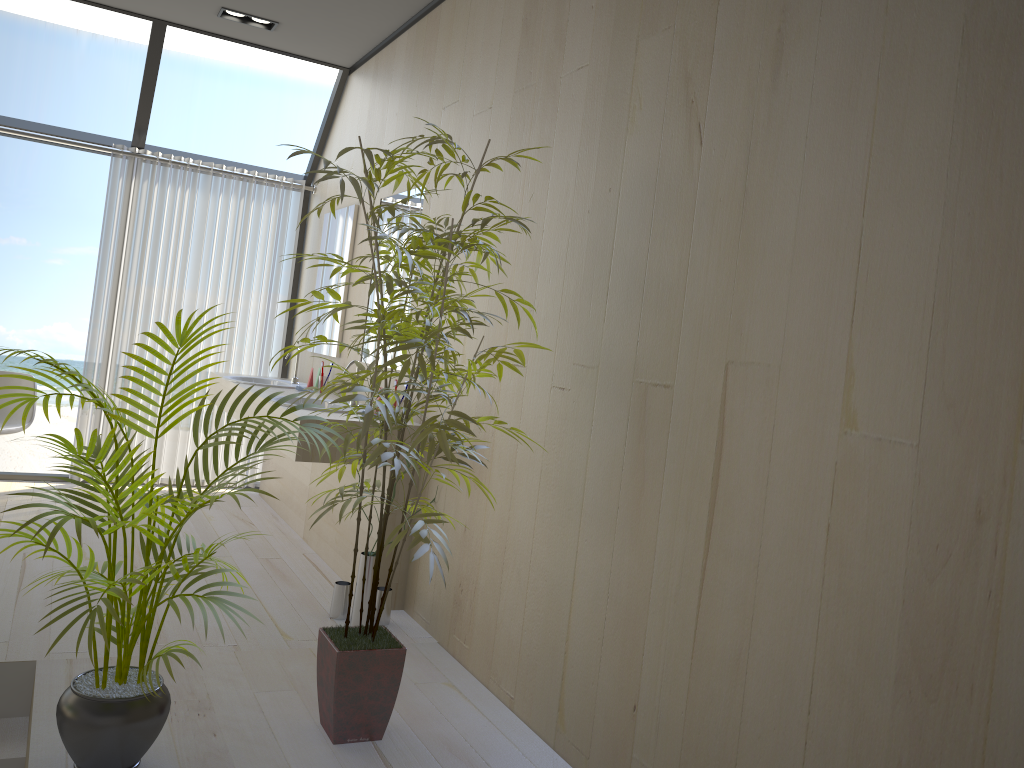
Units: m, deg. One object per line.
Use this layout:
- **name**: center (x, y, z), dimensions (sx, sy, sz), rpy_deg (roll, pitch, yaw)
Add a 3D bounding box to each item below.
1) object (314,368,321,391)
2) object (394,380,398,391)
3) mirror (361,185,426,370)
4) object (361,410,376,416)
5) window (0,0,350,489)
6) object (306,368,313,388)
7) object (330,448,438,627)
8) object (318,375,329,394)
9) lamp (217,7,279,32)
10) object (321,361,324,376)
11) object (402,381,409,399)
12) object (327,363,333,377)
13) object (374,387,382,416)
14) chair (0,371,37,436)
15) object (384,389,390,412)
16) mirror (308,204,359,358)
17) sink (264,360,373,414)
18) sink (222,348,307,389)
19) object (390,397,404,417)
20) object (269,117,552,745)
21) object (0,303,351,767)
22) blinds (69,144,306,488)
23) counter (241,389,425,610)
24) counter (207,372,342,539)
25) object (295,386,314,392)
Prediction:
- **object**: center (-1.107, -0.025, 5.059), dimensions (0.039, 0.135, 0.038), rpy_deg (6, -1, 22)
- **object**: center (-0.502, 0.069, 3.784), dimensions (0.012, 0.178, 0.050), rpy_deg (7, -1, 12)
- **mirror**: center (-0.583, -0.516, 4.364), dimensions (0.023, 0.869, 0.655), rpy_deg (8, 0, -27)
- **object**: center (-0.595, 0.132, 3.789), dimensions (0.104, 0.029, 0.032), rpy_deg (7, 1, 13)
- **window**: center (-3.349, -0.859, 4.767), dimensions (4.547, 2.817, 0.746), rpy_deg (6, -1, -27)
- **object**: center (-1.124, -0.023, 4.946), dimensions (0.039, 0.135, 0.038), rpy_deg (6, -1, 22)
- **object**: center (-0.476, 0.586, 3.535), dimensions (0.405, 0.750, 0.274), rpy_deg (7, -1, -39)
- **object**: center (-1.044, 0.006, 4.888), dimensions (0.058, 0.100, 0.058), rpy_deg (7, 0, -20)
- **lamp**: center (-1.431, -2.034, 4.818), dimensions (0.300, 0.112, 0.164), rpy_deg (6, 1, -27)
- **object**: center (-1.045, -0.036, 4.860), dimensions (0.012, 0.178, 0.050), rpy_deg (7, -1, 12)
- **object**: center (-0.480, 0.072, 3.813), dimensions (0.054, 0.175, 0.012), rpy_deg (7, -1, -2)
- **object**: center (-1.023, -0.033, 4.889), dimensions (0.054, 0.175, 0.012), rpy_deg (7, -1, -2)
- **object**: center (-0.580, 0.082, 3.870), dimensions (0.039, 0.135, 0.039), rpy_deg (7, -1, 14)
- **chair**: center (-2.872, 0.110, 4.869), dimensions (0.369, 0.348, 0.454), rpy_deg (7, 1, 1)
- **object**: center (-0.563, 0.080, 3.983), dimensions (0.039, 0.135, 0.039), rpy_deg (7, -1, 14)
- **mirror**: center (-1.074, -0.608, 5.276), dimensions (0.023, 0.869, 0.655), rpy_deg (8, 0, -27)
- **sink**: center (-0.885, 0.082, 4.099), dimensions (0.502, 0.420, 0.575), rpy_deg (7, 1, -24)
- **sink**: center (-1.429, -0.023, 5.175), dimensions (0.502, 0.420, 0.575), rpy_deg (7, 1, -24)
- **object**: center (-0.500, 0.111, 3.812), dimensions (0.058, 0.100, 0.058), rpy_deg (7, 0, -17)
- **object**: center (-0.294, 0.132, 2.560), dimensions (0.786, 1.758, 0.935), rpy_deg (7, -1, -2)
- **object**: center (-0.971, 0.354, 2.179), dimensions (0.917, 1.158, 0.750), rpy_deg (7, 0, 7)
- **blinds**: center (-2.045, -0.390, 5.662), dimensions (1.179, 2.073, 0.084), rpy_deg (7, -1, -27)
- **counter**: center (-0.908, 0.495, 4.141), dimensions (0.549, 0.791, 1.209), rpy_deg (7, 1, -27)
- **counter**: center (-1.452, 0.390, 5.217), dimensions (0.549, 0.791, 1.209), rpy_deg (7, 1, -27)
- **object**: center (-1.138, 0.027, 4.865), dimensions (0.104, 0.029, 0.032), rpy_deg (7, 1, 13)
